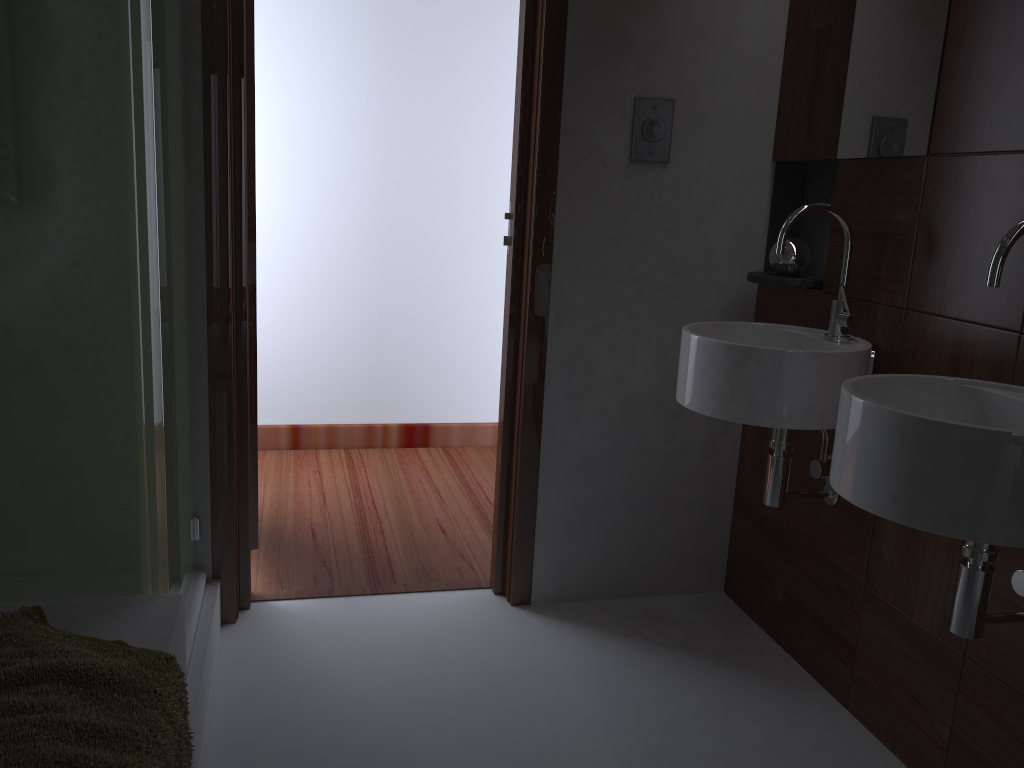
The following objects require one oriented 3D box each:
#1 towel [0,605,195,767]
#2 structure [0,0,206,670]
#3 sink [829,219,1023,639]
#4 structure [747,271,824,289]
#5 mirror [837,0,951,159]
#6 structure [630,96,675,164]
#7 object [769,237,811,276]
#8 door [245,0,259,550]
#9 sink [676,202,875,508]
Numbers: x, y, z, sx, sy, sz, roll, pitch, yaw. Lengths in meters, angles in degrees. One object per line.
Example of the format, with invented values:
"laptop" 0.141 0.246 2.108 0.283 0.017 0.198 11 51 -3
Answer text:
"towel" -0.553 0.633 1.004 0.349 0.452 0.890 -1 13 -19
"structure" -1.142 -0.291 1.634 1.015 2.079 0.765 0 13 -14
"sink" 0.744 0.083 1.429 0.417 0.715 0.415 0 13 -14
"structure" 0.733 -0.275 2.336 0.222 0.023 0.220 12 15 35
"mirror" 0.837 -0.815 1.909 0.010 0.635 0.316 0 13 -14
"structure" 0.367 -0.663 2.314 0.109 0.164 0.028 0 13 -14
"object" 0.873 -0.196 1.725 0.104 0.104 1.350 0 13 -14
"door" -0.873 -0.469 2.560 0.095 1.780 0.708 -6 15 -37
"sink" 0.595 -0.055 2.027 0.417 0.715 0.415 0 13 -14
